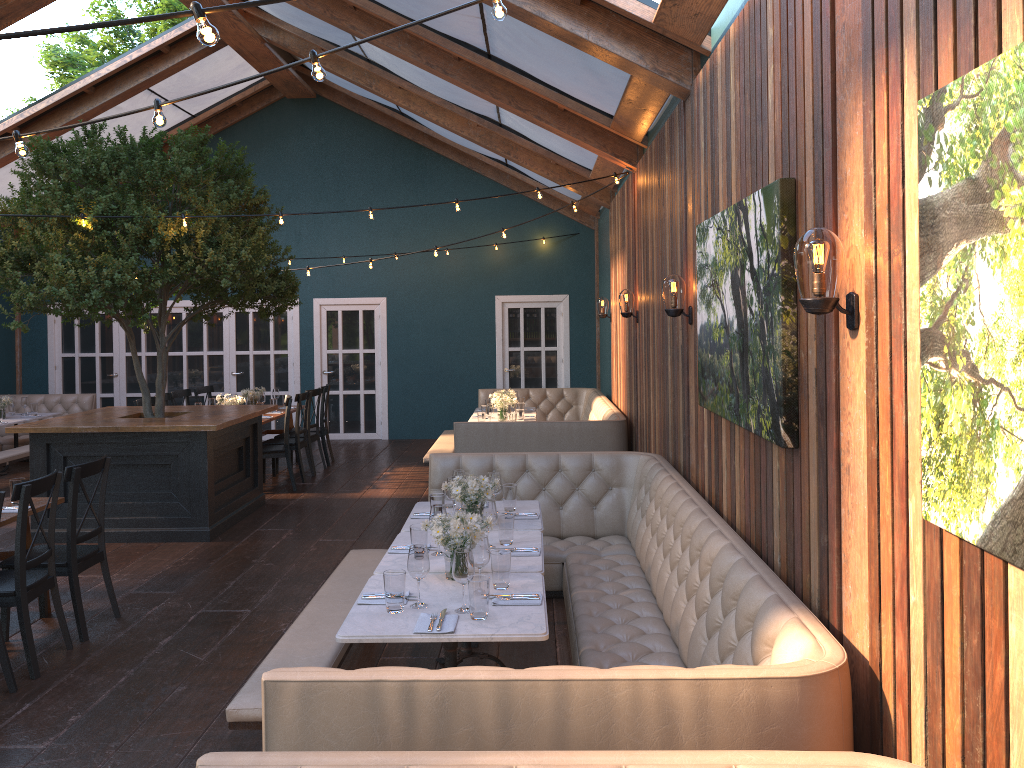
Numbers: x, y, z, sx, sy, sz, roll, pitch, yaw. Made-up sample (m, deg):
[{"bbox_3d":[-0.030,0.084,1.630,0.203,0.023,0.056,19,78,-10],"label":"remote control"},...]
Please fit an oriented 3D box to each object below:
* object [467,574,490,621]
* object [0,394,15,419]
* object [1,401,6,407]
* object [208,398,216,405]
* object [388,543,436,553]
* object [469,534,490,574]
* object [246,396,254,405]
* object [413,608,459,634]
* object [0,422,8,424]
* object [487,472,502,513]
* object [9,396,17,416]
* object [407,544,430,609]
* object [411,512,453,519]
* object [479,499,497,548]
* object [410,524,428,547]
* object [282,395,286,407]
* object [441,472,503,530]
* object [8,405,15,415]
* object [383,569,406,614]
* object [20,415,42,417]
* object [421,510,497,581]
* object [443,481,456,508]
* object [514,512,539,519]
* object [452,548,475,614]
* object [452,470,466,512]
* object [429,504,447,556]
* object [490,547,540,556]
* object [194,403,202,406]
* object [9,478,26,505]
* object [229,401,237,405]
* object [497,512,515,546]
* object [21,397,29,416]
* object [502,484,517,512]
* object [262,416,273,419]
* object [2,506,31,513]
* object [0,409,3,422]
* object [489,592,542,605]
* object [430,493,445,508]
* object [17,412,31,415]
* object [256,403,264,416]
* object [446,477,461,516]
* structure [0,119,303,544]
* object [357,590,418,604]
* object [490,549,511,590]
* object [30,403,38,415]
[{"bbox_3d":[-0.130,0.835,3.455,0.092,0.158,0.092,0,2,38],"label":"object"},{"bbox_3d":[-6.475,0.287,11.189,0.336,0.309,0.329,-2,3,-34],"label":"object"},{"bbox_3d":[-6.572,0.306,11.400,0.092,0.244,0.092,0,1,44],"label":"object"},{"bbox_3d":[-3.480,0.288,10.258,0.092,0.244,0.092,-1,1,-41],"label":"object"},{"bbox_3d":[-0.500,0.834,4.506,0.255,0.019,0.158,-1,4,2],"label":"object"},{"bbox_3d":[-0.138,0.769,3.772,0.092,0.244,0.092,-1,1,-41],"label":"object"},{"bbox_3d":[-3.083,0.270,10.419,0.092,0.244,0.092,-1,1,-41],"label":"object"},{"bbox_3d":[-0.289,0.910,3.409,0.157,0.019,0.255,-1,4,2],"label":"object"},{"bbox_3d":[-6.228,0.468,10.646,0.255,0.019,0.158,-1,4,2],"label":"object"},{"bbox_3d":[-0.103,0.656,5.323,0.092,0.244,0.092,-1,1,-41],"label":"object"},{"bbox_3d":[-6.562,0.289,11.629,0.092,0.244,0.092,0,1,44],"label":"object"},{"bbox_3d":[-0.381,0.784,3.612,0.092,0.244,0.092,-1,1,4],"label":"object"},{"bbox_3d":[-0.474,0.777,5.279,0.255,0.019,0.158,-1,4,2],"label":"object"},{"bbox_3d":[-0.121,0.715,4.523,0.092,0.244,0.092,-1,1,-41],"label":"object"},{"bbox_3d":[-0.455,0.775,4.345,0.092,0.158,0.092,-1,1,-12],"label":"object"},{"bbox_3d":[-2.969,0.225,11.612,0.092,0.158,0.092,0,1,28],"label":"object"},{"bbox_3d":[-0.229,0.650,4.980,0.336,0.309,0.329,0,2,13],"label":"object"},{"bbox_3d":[-6.625,0.326,11.718,0.092,0.158,0.092,-1,1,-12],"label":"object"},{"bbox_3d":[-0.470,0.833,3.549,0.092,0.158,0.092,-1,1,-12],"label":"object"},{"bbox_3d":[-6.219,0.413,11.407,0.255,0.019,0.158,-1,4,2],"label":"object"},{"bbox_3d":[-0.249,0.720,4.020,0.336,0.309,0.329,0,2,18],"label":"object"},{"bbox_3d":[-0.386,0.689,5.512,0.092,0.158,0.092,-1,1,-12],"label":"object"},{"bbox_3d":[0.033,0.774,5.227,0.255,0.019,0.158,-1,4,2],"label":"object"},{"bbox_3d":[-0.193,0.787,3.544,0.092,0.244,0.092,-1,1,-41],"label":"object"},{"bbox_3d":[-0.323,0.652,5.423,0.092,0.244,0.092,-1,1,-41],"label":"object"},{"bbox_3d":[-0.366,0.726,4.408,0.092,0.244,0.092,-1,1,-41],"label":"object"},{"bbox_3d":[0.015,0.832,4.426,0.255,0.019,0.158,-1,4,2],"label":"object"},{"bbox_3d":[-3.436,0.328,9.687,0.092,0.244,0.092,-1,1,-41],"label":"object"},{"bbox_3d":[-3.075,0.670,5.504,0.092,0.158,0.092,0,1,28],"label":"object"},{"bbox_3d":[-3.096,0.314,9.823,0.092,0.244,0.092,-1,1,-41],"label":"object"},{"bbox_3d":[-0.031,0.752,4.586,0.092,0.158,0.092,-1,1,-12],"label":"object"},{"bbox_3d":[-6.343,0.294,11.515,0.092,0.244,0.092,0,1,44],"label":"object"},{"bbox_3d":[-0.013,0.693,5.387,0.092,0.158,0.092,-1,1,-12],"label":"object"},{"bbox_3d":[-2.927,0.387,10.334,0.255,0.019,0.158,-1,4,2],"label":"object"},{"bbox_3d":[-3.052,0.752,5.335,0.255,0.019,0.158,-1,4,2],"label":"object"},{"bbox_3d":[-6.271,0.387,10.811,0.092,0.158,0.092,-1,1,-12],"label":"object"},{"bbox_3d":[-0.001,0.887,3.676,0.255,0.019,0.158,-1,4,2],"label":"object"},{"bbox_3d":[-0.430,0.719,5.118,0.092,0.158,0.092,-1,1,-12],"label":"object"},{"bbox_3d":[-6.464,0.390,11.764,0.157,0.019,0.255,-1,4,2],"label":"object"},{"bbox_3d":[-2.991,0.306,10.503,0.092,0.158,0.092,0,2,38],"label":"object"},{"bbox_3d":[-0.341,0.670,5.181,0.092,0.244,0.092,-1,1,-41],"label":"object"},{"bbox_3d":[-3.317,-0.563,8.220,2.714,3.694,2.856,-1,2,10],"label":"structure"},{"bbox_3d":[-0.514,0.892,3.709,0.255,0.019,0.158,-1,4,2],"label":"object"},{"bbox_3d":[-0.048,0.806,3.836,0.092,0.158,0.092,-1,1,-12],"label":"object"},{"bbox_3d":[-6.262,0.330,11.596,0.092,0.158,0.092,-1,1,-12],"label":"object"}]
